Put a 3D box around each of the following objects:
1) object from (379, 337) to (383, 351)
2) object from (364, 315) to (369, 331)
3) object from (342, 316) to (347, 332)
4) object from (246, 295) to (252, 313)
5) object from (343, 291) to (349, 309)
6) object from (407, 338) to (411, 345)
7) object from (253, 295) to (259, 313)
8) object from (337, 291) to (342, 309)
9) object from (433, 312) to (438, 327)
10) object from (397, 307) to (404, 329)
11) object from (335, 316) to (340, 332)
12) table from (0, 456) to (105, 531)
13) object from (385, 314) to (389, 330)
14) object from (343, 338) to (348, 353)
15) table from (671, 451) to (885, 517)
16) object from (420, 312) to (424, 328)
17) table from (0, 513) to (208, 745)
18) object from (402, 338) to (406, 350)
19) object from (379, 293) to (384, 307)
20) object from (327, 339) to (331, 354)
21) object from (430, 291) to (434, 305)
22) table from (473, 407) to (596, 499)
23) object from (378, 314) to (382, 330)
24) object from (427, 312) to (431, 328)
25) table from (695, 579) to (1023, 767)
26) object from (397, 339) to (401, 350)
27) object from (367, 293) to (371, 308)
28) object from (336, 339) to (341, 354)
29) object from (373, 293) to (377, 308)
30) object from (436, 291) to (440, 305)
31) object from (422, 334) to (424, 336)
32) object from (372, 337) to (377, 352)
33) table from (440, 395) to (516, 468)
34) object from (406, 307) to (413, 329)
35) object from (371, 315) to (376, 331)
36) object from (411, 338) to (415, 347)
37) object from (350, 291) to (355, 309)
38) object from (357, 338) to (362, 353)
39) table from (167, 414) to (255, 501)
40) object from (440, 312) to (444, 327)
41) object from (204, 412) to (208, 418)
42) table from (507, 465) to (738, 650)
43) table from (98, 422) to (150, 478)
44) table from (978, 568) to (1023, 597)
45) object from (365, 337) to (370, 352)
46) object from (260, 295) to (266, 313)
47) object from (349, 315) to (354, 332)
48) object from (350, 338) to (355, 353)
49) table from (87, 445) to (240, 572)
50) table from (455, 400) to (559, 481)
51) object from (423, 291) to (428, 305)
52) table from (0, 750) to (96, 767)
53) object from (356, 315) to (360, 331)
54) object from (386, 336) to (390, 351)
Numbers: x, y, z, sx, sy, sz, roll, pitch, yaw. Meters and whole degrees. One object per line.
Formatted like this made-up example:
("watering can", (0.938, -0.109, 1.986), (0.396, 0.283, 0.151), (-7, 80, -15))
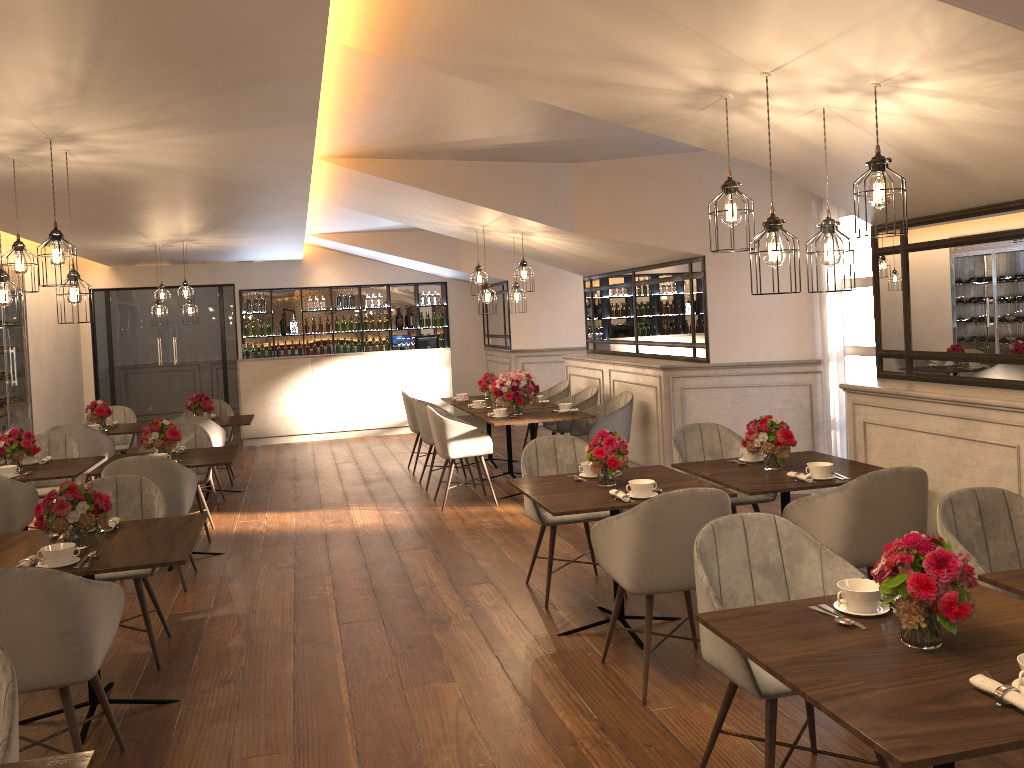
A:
("object", (-2.140, -0.649, 14.481), (0.065, 0.261, 0.066), (-4, 1, -35))
("object", (-2.373, -0.996, 14.422), (0.065, 0.261, 0.066), (-4, 1, -35))
("object", (-2.716, -0.974, 14.338), (0.065, 0.263, 0.066), (-4, 1, -35))
("object", (-4.145, -1.269, 13.954), (0.075, 0.310, 0.075), (-3, 1, 12))
("object", (-2.689, -1.368, 14.310), (0.075, 0.310, 0.075), (-3, 1, -3))
("object", (-1.700, -0.650, 14.589), (0.065, 0.207, 0.065), (-2, 2, 32))
("object", (-4.044, -1.276, 13.979), (0.075, 0.310, 0.075), (-2, 1, 30))
("object", (-2.790, -1.362, 14.286), (0.075, 0.310, 0.075), (-2, 1, 19))
("object", (-1.273, -1.071, 14.691), (0.065, 0.261, 0.066), (-4, 1, -35))
("object", (-1.837, -1.079, 14.530), (0.104, 0.359, 0.104), (-2, 2, 38))
("object", (-2.824, -0.966, 14.312), (0.065, 0.261, 0.066), (-4, 1, -35))
("table", (-3.329, 0.947, 6.033), (0.897, 0.720, 0.897), (-4, 3, -14))
("object", (-2.051, -1.018, 14.501), (0.065, 0.261, 0.066), (-4, 1, -35))
("object", (-2.698, -0.611, 14.344), (0.065, 0.261, 0.066), (-4, 1, -35))
("table", (1.462, 0.810, 4.701), (0.897, 0.720, 0.897), (-4, 3, -14))
("object", (-1.488, -1.058, 14.638), (0.065, 0.263, 0.066), (-4, 1, -35))
("table", (-1.785, 1.043, 3.757), (0.897, 0.720, 0.897), (-4, 3, -14))
("object", (-1.775, -0.645, 14.570), (0.065, 0.207, 0.065), (-2, 2, 32))
("object", (-2.134, -1.368, 14.447), (0.070, 0.235, 0.041), (-3, 1, -14))
("object", (-2.952, -0.594, 14.282), (0.065, 0.261, 0.066), (-4, 1, -35))
("object", (-1.327, -1.423, 14.644), (0.070, 0.235, 0.041), (-3, 1, -14))
("table", (0.196, 0.634, 7.875), (0.897, 0.720, 0.897), (-4, 3, -14))
("object", (-2.158, -1.011, 14.474), (0.065, 0.261, 0.066), (-4, 1, -35))
("object", (-1.380, -1.064, 14.665), (0.065, 0.261, 0.066), (-4, 1, -35))
("table", (1.084, 1.017, 2.217), (0.897, 0.720, 0.897), (-4, 3, -14))
("object", (-1.850, -0.640, 14.552), (0.065, 0.207, 0.065), (-2, 2, 32))
("object", (-2.329, -1.355, 14.399), (0.070, 0.235, 0.041), (-3, 1, -14))
("object", (-2.806, -0.604, 14.318), (0.065, 0.261, 0.066), (-4, 1, -35))
("object", (-2.232, -1.361, 14.423), (0.070, 0.235, 0.041), (-3, 1, -14))
("object", (-1.229, -1.430, 14.668), (0.070, 0.235, 0.041), (-3, 1, -14))
("object", (-1.470, -0.696, 14.645), (0.065, 0.263, 0.066), (-4, 1, -35))
("object", (-2.248, -0.642, 14.454), (0.065, 0.261, 0.066), (-4, 1, -35))
("table", (-0.251, 0.518, 9.699), (0.897, 0.720, 0.897), (-4, 3, -14))
("object", (-1.685, -1.091, 14.564), (0.104, 0.359, 0.104), (-3, 1, 14))
("object", (-2.265, -1.004, 14.448), (0.065, 0.261, 0.066), (-4, 1, -35))
("object", (-1.624, -0.655, 14.607), (0.065, 0.207, 0.065), (-2, 2, 32))
("object", (-2.587, -1.375, 14.335), (0.075, 0.310, 0.075), (-3, 1, -3))
("object", (-2.484, -0.626, 14.397), (0.065, 0.261, 0.066), (-4, 1, -35))
("table", (-2.987, 0.731, 8.667), (0.897, 0.720, 0.897), (-4, 3, -14))
("object", (-1.166, -1.078, 14.717), (0.065, 0.261, 0.066), (-4, 1, -35))
("object", (-3.146, 0.320, 8.949), (0.148, 0.072, 0.148), (-2, 4, 9))
("table", (0.531, 0.874, 4.475), (0.897, 0.720, 0.897), (-4, 3, -14))
("table", (-3.918, 0.795, 8.440), (0.897, 0.720, 0.897), (-4, 3, -14))
("table", (2.014, 0.954, 2.444), (0.897, 0.720, 0.897), (-4, 3, -14))
("object", (-2.355, -0.635, 14.428), (0.065, 0.261, 0.066), (-4, 1, -35))
("object", (-3.943, -1.283, 14.004), (0.075, 0.310, 0.075), (-2, 1, 33))
("object", (-2.609, -0.981, 14.364), (0.065, 0.263, 0.066), (-4, 1, -35))
("object", (-2.591, -0.618, 14.370), (0.065, 0.261, 0.066), (-4, 1, -35))
("table", (-2.398, 0.884, 6.261), (0.897, 0.720, 0.897), (-4, 3, -14))
("table", (-0.028, 0.576, 8.787), (0.897, 0.720, 0.897), (-4, 3, -14))
("object", (-1.424, -1.416, 14.620), (0.070, 0.235, 0.041), (-3, 1, -14))
("table", (-1.196, 1.195, 1.350), (0.897, 0.720, 0.897), (-4, 3, -14))
("object", (-2.502, -0.989, 14.390), (0.065, 0.263, 0.066), (-4, 1, -35))
("object", (-2.033, -0.656, 14.507), (0.065, 0.261, 0.066), (-4, 1, -35))
